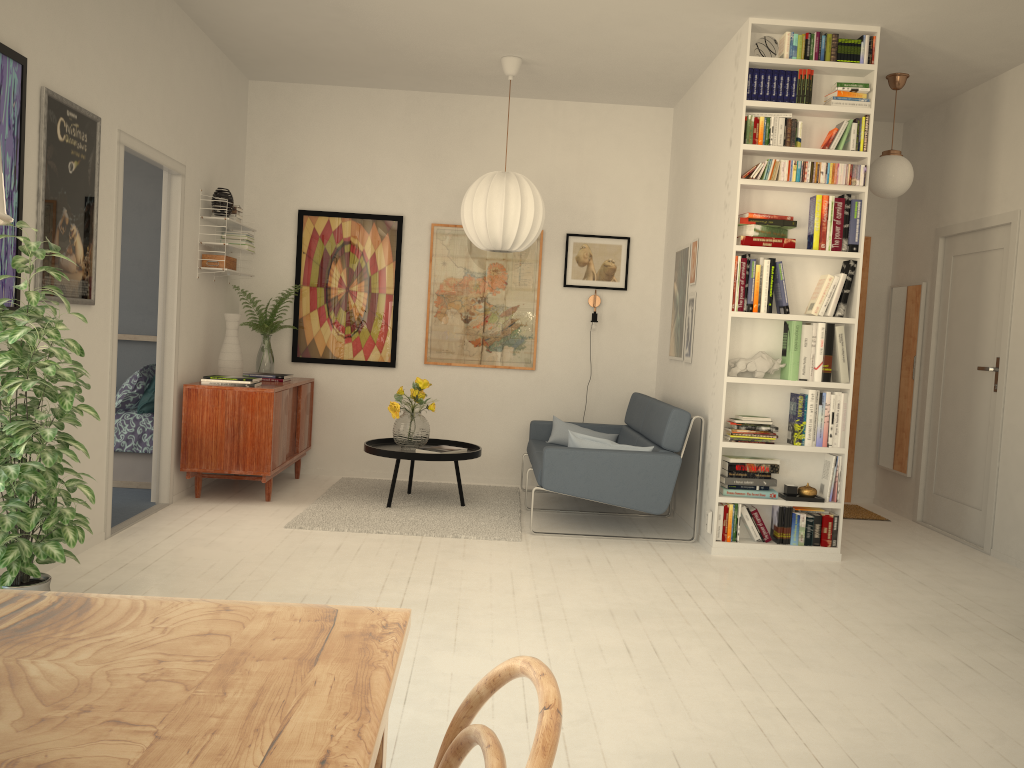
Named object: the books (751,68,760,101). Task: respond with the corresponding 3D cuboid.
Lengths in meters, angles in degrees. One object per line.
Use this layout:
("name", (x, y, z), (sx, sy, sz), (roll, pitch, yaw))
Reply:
("books", (1.307, -1.613, 4.864), (0.034, 0.178, 0.188), (3, 3, -2))

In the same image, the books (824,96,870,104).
("books", (1.825, -1.541, 4.881), (0.200, 0.018, 0.208), (3, 3, -2))

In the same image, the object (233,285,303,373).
("object", (-1.755, -0.390, 6.424), (0.476, 0.685, 0.398), (3, 3, 0))

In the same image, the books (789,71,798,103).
("books", (1.517, -1.602, 4.870), (0.034, 0.178, 0.188), (3, 3, -2))

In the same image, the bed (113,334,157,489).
("bed", (-3.055, 0.134, 6.136), (1.656, 0.973, 0.934), (3, 3, -2))

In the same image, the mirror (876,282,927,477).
("mirror", (2.833, -0.042, 6.468), (0.029, 1.370, 0.500), (3, 3, -2))

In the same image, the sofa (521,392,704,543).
("sofa", (0.584, 0.466, 5.799), (0.964, 0.773, 1.603), (3, 3, -2))

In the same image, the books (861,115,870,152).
("books", (1.910, -1.357, 4.889), (0.022, 0.198, 0.212), (3, 3, -2))

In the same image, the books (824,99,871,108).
("books", (1.821, -1.513, 4.884), (0.214, 0.038, 0.223), (3, 3, -2))

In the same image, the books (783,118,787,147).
("books", (1.470, -1.359, 4.864), (0.013, 0.159, 0.176), (3, 3, -2))

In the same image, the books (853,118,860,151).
("books", (1.871, -1.354, 4.903), (0.022, 0.187, 0.186), (3, 3, -2))

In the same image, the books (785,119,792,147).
("books", (1.488, -1.357, 4.885), (0.024, 0.155, 0.207), (3, 3, -2))

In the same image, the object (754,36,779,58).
("object", (1.375, -1.813, 4.796), (0.131, 0.131, 0.131), (3, 3, -6))

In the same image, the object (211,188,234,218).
("object", (-1.861, -1.162, 5.702), (0.139, 0.200, 0.139), (6, 4, 42))

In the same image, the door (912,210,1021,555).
("door", (2.932, -0.023, 5.673), (0.166, 2.032, 0.955), (3, 3, -2))

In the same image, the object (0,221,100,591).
("object", (-1.657, 0.173, 2.979), (0.569, 1.423, 0.514), (6, 4, 41))

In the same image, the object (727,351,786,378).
("object", (1.352, -0.109, 4.902), (0.311, 0.150, 0.137), (4, 3, 6))

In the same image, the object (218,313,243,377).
("object", (-1.832, -0.237, 5.789), (0.160, 0.445, 0.158), (6, 4, 38))

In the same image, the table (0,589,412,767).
("table", (-0.582, 0.714, 0.346), (0.894, 0.749, 1.798), (3, 3, -2))

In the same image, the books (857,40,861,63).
("books", (1.863, -1.789, 4.837), (0.017, 0.130, 0.150), (3, 3, -2))

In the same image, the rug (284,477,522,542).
("rug", (-0.604, 0.783, 5.744), (1.304, 0.012, 1.661), (3, 3, 0))

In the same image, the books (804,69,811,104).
("books", (1.588, -1.603, 4.872), (0.020, 0.191, 0.205), (3, 3, -2))

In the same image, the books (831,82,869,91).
("books", (1.842, -1.612, 4.871), (0.169, 0.032, 0.188), (3, 3, 3))

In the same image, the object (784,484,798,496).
("object", (1.553, 0.592, 4.943), (0.058, 0.055, 0.058), (3, 3, -2))

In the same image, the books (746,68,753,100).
("books", (1.272, -1.615, 4.863), (0.034, 0.178, 0.188), (3, 3, -2))

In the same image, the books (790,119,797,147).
("books", (1.513, -1.353, 4.853), (0.023, 0.153, 0.176), (3, 3, -2))

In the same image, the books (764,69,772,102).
("books", (1.377, -1.610, 4.866), (0.034, 0.178, 0.188), (3, 3, -2))

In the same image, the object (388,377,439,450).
("object", (-0.658, 0.191, 5.785), (0.291, 0.471, 0.361), (5, 4, 36))

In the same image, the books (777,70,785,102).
("books", (1.447, -1.606, 4.868), (0.034, 0.178, 0.188), (3, 3, -2))

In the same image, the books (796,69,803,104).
("books", (1.547, -1.606, 4.882), (0.020, 0.191, 0.205), (3, 3, -2))

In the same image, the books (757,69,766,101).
("books", (1.342, -1.611, 4.865), (0.034, 0.178, 0.188), (3, 3, -2))

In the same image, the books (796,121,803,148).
("books", (1.550, -1.347, 4.873), (0.020, 0.145, 0.189), (3, 3, -2))

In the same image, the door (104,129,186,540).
("door", (-2.428, -0.284, 4.845), (0.882, 2.032, 0.955), (3, 3, -2))

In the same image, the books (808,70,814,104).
("books", (1.608, -1.603, 4.884), (0.020, 0.191, 0.205), (3, 3, -2))

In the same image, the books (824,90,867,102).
("books", (1.814, -1.566, 4.878), (0.173, 0.030, 0.199), (3, 3, -12))

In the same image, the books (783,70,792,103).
("books", (1.482, -1.604, 4.869), (0.034, 0.178, 0.188), (3, 3, -2))

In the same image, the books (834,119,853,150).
("books", (1.799, -1.349, 4.889), (0.065, 0.168, 0.229), (3, 3, -2))

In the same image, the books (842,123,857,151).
("books", (1.843, -1.338, 4.886), (0.030, 0.153, 0.200), (3, 3, -2))

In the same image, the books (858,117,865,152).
("books", (1.890, -1.353, 4.891), (0.014, 0.188, 0.218), (3, 3, -2))

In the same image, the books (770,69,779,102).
("books", (1.412, -1.608, 4.867), (0.034, 0.178, 0.188), (3, 3, -2))

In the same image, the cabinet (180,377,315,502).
("cabinet", (-1.753, 0.342, 6.017), (0.546, 0.727, 1.263), (3, 3, -2))

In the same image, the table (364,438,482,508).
("table", (-0.588, 0.590, 5.777), (0.761, 0.385, 0.761), (4, 3, 14))

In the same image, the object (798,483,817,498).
("object", (2.334, 0.194, 4.095), (0.778, 1.711, 2.089), (2, 3, -21))

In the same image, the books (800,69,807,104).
("books", (1.568, -1.605, 4.879), (0.020, 0.191, 0.205), (3, 3, -2))

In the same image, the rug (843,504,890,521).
("rug", (2.147, 0.908, 6.404), (0.941, 0.002, 0.553), (3, 3, -2))

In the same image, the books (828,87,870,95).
("books", (1.833, -1.588, 4.856), (0.179, 0.016, 0.208), (3, 3, 3))

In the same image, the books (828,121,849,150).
("books", (1.765, -1.349, 4.901), (0.092, 0.165, 0.223), (3, 3, -2))

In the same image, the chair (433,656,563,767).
("chair", (-0.219, 0.668, 0.832), (0.483, 0.810, 0.385), (3, 3, -4))

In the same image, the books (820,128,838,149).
("books", (1.730, -1.334, 4.913), (0.073, 0.129, 0.200), (3, 3, -2))

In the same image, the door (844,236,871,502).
("door", (2.198, -0.130, 6.800), (0.931, 2.032, 0.159), (3, 3, -2))
